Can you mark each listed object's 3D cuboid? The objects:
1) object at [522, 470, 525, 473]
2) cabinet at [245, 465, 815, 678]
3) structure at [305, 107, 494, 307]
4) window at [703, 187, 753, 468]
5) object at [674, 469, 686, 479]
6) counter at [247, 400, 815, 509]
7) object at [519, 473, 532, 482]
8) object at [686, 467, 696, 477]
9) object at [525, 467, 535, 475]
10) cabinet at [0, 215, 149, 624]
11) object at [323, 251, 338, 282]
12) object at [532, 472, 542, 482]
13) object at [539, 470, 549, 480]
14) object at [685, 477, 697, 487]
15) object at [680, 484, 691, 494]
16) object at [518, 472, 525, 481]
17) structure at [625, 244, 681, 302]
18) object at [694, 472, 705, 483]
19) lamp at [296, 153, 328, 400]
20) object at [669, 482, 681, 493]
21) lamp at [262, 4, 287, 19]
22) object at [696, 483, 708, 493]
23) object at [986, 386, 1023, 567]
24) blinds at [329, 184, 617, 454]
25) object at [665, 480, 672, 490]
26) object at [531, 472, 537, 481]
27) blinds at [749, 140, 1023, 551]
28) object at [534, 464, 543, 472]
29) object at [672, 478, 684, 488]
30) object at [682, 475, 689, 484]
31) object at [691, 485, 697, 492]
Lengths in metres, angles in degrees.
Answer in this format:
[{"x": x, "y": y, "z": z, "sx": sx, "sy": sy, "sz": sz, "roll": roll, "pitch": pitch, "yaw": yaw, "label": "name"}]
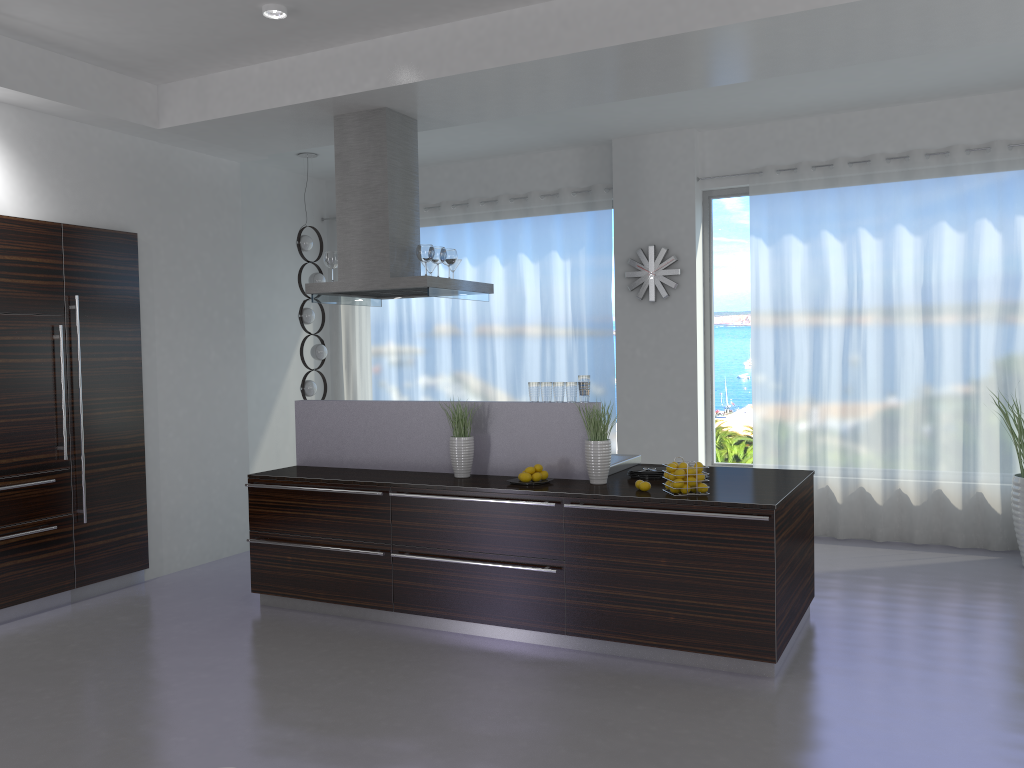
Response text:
[{"x": 0.083, "y": 0.525, "z": 5.124, "sx": 0.052, "sy": 0.054, "sz": 0.061, "roll": -2, "pitch": 2, "yaw": -16, "label": "object"}, {"x": 0.071, "y": 0.977, "z": 5.519, "sx": 3.285, "sy": 0.852, "sz": 1.377, "roll": 0, "pitch": 2, "yaw": 27, "label": "cabinet"}, {"x": -0.785, "y": -1.193, "z": 6.247, "sx": 0.981, "sy": 1.231, "sz": 0.915, "roll": 0, "pitch": 2, "yaw": 27, "label": "structure"}, {"x": 3.083, "y": -0.472, "z": 7.306, "sx": 3.000, "sy": 2.500, "sz": 0.100, "roll": 0, "pitch": 2, "yaw": 27, "label": "window"}, {"x": 0.861, "y": 0.463, "z": 4.553, "sx": 0.061, "sy": 0.052, "sz": 0.053, "roll": 1, "pitch": 3, "yaw": 40, "label": "object"}, {"x": 0.073, "y": 0.753, "z": 5.520, "sx": 3.291, "sy": 1.300, "sz": 1.302, "roll": 0, "pitch": 2, "yaw": 27, "label": "counter"}, {"x": 0.077, "y": 0.529, "z": 5.013, "sx": 0.070, "sy": 0.058, "sz": 0.060, "roll": 0, "pitch": 2, "yaw": 25, "label": "object"}, {"x": 0.919, "y": 0.450, "z": 4.548, "sx": 0.051, "sy": 0.053, "sz": 0.063, "roll": 1, "pitch": 3, "yaw": 40, "label": "object"}, {"x": 0.102, "y": 0.494, "z": 5.051, "sx": 0.061, "sy": 0.047, "sz": 0.053, "roll": 0, "pitch": 2, "yaw": 30, "label": "object"}, {"x": -3.694, "y": 0.251, "z": 4.861, "sx": 0.669, "sy": 2.500, "sz": 3.600, "roll": 0, "pitch": 2, "yaw": 27, "label": "cabinet"}, {"x": -1.248, "y": -0.805, "z": 6.166, "sx": 0.125, "sy": 0.221, "sz": 0.125, "roll": -3, "pitch": 3, "yaw": -39, "label": "object"}, {"x": 0.140, "y": 0.528, "z": 5.029, "sx": 0.061, "sy": 0.054, "sz": 0.052, "roll": -1, "pitch": 2, "yaw": 4, "label": "object"}, {"x": 0.179, "y": 0.521, "z": 5.071, "sx": 0.063, "sy": 0.053, "sz": 0.051, "roll": -2, "pitch": 2, "yaw": -23, "label": "object"}, {"x": 0.918, "y": 0.501, "z": 4.544, "sx": 0.061, "sy": 0.055, "sz": 0.051, "roll": -1, "pitch": 2, "yaw": 6, "label": "object"}, {"x": 0.889, "y": 0.537, "z": 4.544, "sx": 0.051, "sy": 0.053, "sz": 0.063, "roll": 0, "pitch": 2, "yaw": 35, "label": "object"}, {"x": 0.066, "y": 0.531, "z": 5.071, "sx": 0.063, "sy": 0.051, "sz": 0.053, "roll": 0, "pitch": 2, "yaw": 30, "label": "object"}, {"x": 1.239, "y": -0.976, "z": 7.830, "sx": 0.505, "sy": 0.505, "sz": 0.076, "roll": 0, "pitch": 2, "yaw": 27, "label": "structure"}, {"x": 0.967, "y": 0.484, "z": 4.577, "sx": 0.061, "sy": 0.054, "sz": 0.053, "roll": -2, "pitch": 2, "yaw": -17, "label": "object"}, {"x": -1.902, "y": -0.976, "z": 8.401, "sx": 0.180, "sy": 2.370, "sz": 0.367, "roll": 0, "pitch": 2, "yaw": 20, "label": "lamp"}, {"x": 0.851, "y": 0.535, "z": 4.588, "sx": 0.074, "sy": 0.063, "sz": 0.064, "roll": -3, "pitch": 3, "yaw": -43, "label": "object"}, {"x": -1.294, "y": -2.031, "z": 4.836, "sx": 0.132, "sy": 0.035, "sz": 0.132, "roll": -1, "pitch": 2, "yaw": -1, "label": "lamp"}, {"x": 0.976, "y": 0.535, "z": 4.554, "sx": 0.062, "sy": 0.052, "sz": 0.053, "roll": -2, "pitch": 2, "yaw": -24, "label": "object"}, {"x": 3.696, "y": 0.639, "z": 6.195, "sx": 0.713, "sy": 1.334, "sz": 0.656, "roll": 0, "pitch": 2, "yaw": 27, "label": "object"}, {"x": -0.511, "y": -0.268, "z": 8.868, "sx": 3.245, "sy": 3.112, "sz": 0.120, "roll": 0, "pitch": 2, "yaw": 27, "label": "blinds"}, {"x": 0.831, "y": 0.527, "z": 4.645, "sx": 0.060, "sy": 0.057, "sz": 0.052, "roll": 0, "pitch": 2, "yaw": 28, "label": "object"}, {"x": 0.128, "y": 0.527, "z": 5.086, "sx": 0.057, "sy": 0.060, "sz": 0.071, "roll": 0, "pitch": 2, "yaw": 28, "label": "object"}, {"x": 3.302, "y": -0.277, "z": 6.954, "sx": 2.830, "sy": 3.112, "sz": 0.120, "roll": 0, "pitch": 2, "yaw": 27, "label": "blinds"}, {"x": 0.150, "y": 0.481, "z": 5.073, "sx": 0.053, "sy": 0.048, "sz": 0.063, "roll": -1, "pitch": 2, "yaw": -7, "label": "object"}, {"x": 0.850, "y": 0.510, "z": 4.531, "sx": 0.061, "sy": 0.054, "sz": 0.052, "roll": -1, "pitch": 2, "yaw": 4, "label": "object"}, {"x": 0.905, "y": 0.496, "z": 4.572, "sx": 0.051, "sy": 0.053, "sz": 0.062, "roll": 0, "pitch": 2, "yaw": 35, "label": "object"}, {"x": 0.944, "y": 0.536, "z": 4.604, "sx": 0.061, "sy": 0.055, "sz": 0.050, "roll": -2, "pitch": 2, "yaw": -18, "label": "object"}]
